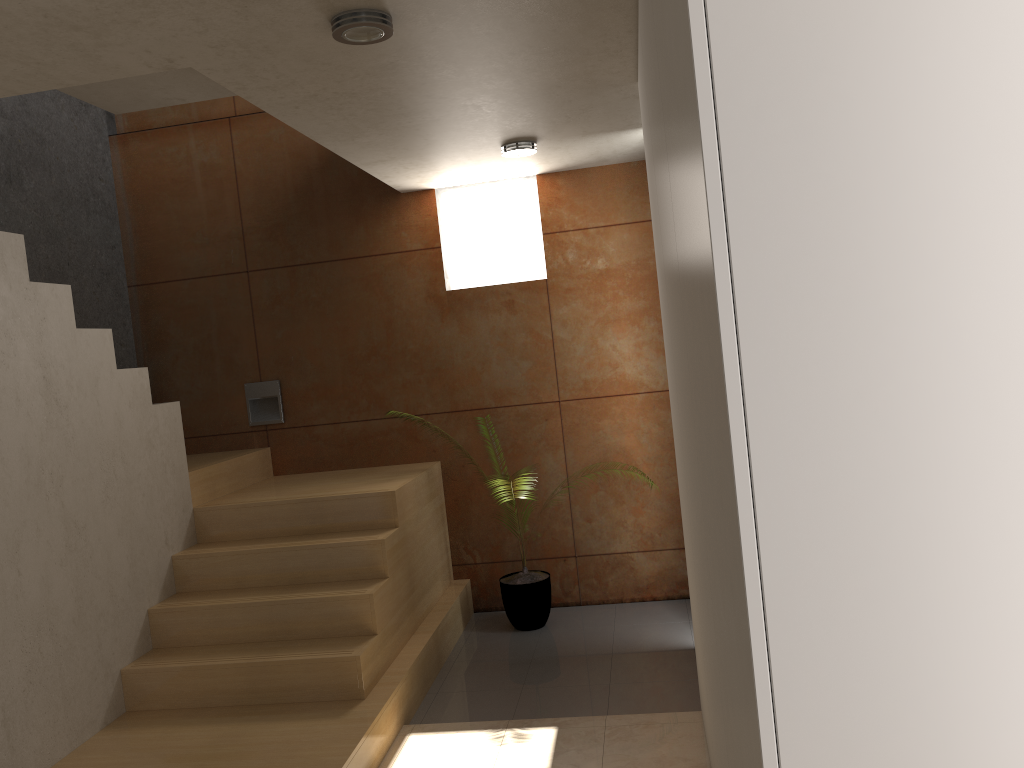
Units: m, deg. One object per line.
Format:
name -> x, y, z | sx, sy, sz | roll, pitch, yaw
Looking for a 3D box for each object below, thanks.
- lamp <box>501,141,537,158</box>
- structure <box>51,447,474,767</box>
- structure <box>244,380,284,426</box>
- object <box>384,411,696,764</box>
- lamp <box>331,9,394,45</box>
lamp -> 0.035, -1.143, 4.314 | 0.173, 0.044, 0.173 | -6, 2, 13
structure -> -1.415, 0.988, 4.237 | 1.950, 1.110, 2.400 | -6, 2, 8
structure -> -1.505, 0.115, 5.443 | 0.220, 0.260, 0.096 | -6, 2, 8
object -> -0.741, 0.989, 2.423 | 4.200, 1.455, 6.200 | -6, 2, 8
lamp -> -0.427, -1.018, 2.529 | 0.173, 0.044, 0.173 | -4, 3, 43
